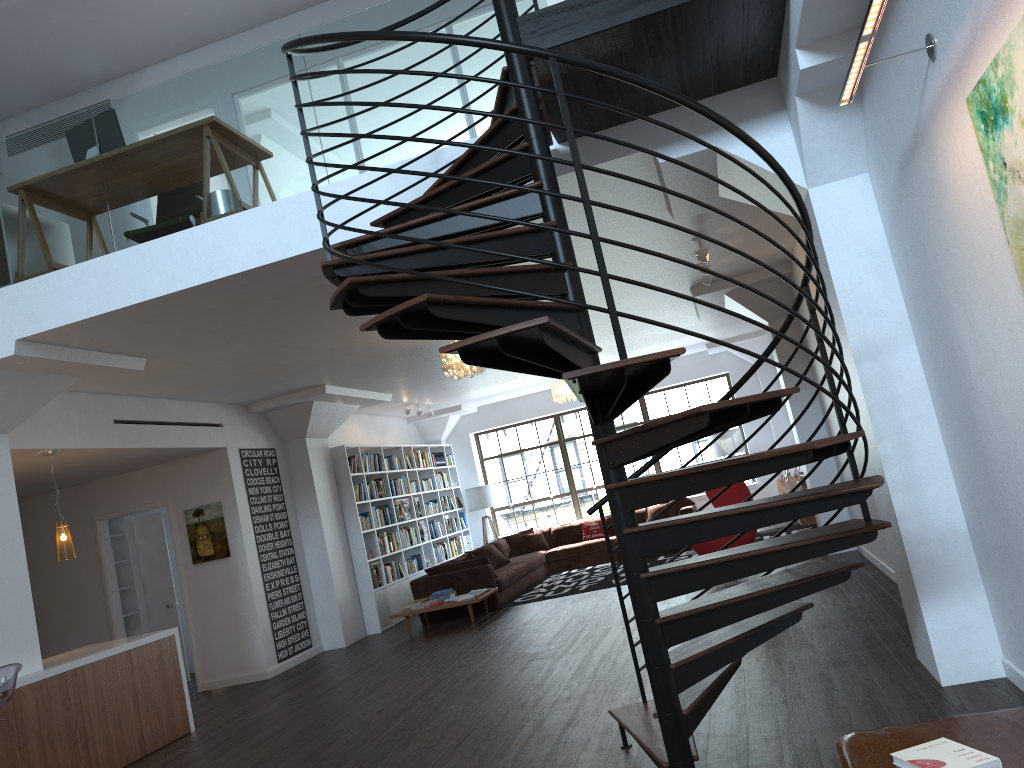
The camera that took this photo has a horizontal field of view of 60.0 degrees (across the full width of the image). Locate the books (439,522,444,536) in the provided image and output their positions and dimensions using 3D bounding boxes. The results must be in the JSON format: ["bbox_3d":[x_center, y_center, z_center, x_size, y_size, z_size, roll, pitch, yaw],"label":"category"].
[{"bbox_3d":[-1.216,2.349,14.304,0.159,0.248,0.089,-14,-7,13],"label":"books"}]

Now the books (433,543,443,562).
[{"bbox_3d":[-1.206,2.675,13.982,0.176,0.290,0.053,-14,-7,12],"label":"books"}]

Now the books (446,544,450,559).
[{"bbox_3d":[-1.112,2.717,14.331,0.160,0.250,0.026,-14,-7,12],"label":"books"}]

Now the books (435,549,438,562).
[{"bbox_3d":[-1.242,2.694,13.789,0.161,0.223,0.026,-14,-7,12],"label":"books"}]

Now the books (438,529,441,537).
[{"bbox_3d":[-1.245,2.353,14.175,0.161,0.222,0.084,-14,-7,13],"label":"books"}]

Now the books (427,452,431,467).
[{"bbox_3d":[-1.432,1.263,14.532,0.183,0.253,0.034,-14,-7,13],"label":"books"}]

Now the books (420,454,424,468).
[{"bbox_3d":[-1.526,1.256,14.243,0.174,0.240,0.045,-14,-7,13],"label":"books"}]

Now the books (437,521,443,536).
[{"bbox_3d":[-1.225,2.344,14.262,0.170,0.251,0.118,-14,-7,13],"label":"books"}]

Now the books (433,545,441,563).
[{"bbox_3d":[-1.239,2.672,13.877,0.198,0.284,0.066,-14,-7,12],"label":"books"}]

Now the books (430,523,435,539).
[{"bbox_3d":[-1.313,2.320,13.878,0.174,0.243,0.085,-14,-7,13],"label":"books"}]

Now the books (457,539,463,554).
[{"bbox_3d":[-0.946,2.767,15.029,0.171,0.246,0.057,-14,-7,13],"label":"books"}]

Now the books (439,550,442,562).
[{"bbox_3d":[-1.199,2.703,13.938,0.161,0.223,0.026,-14,-7,12],"label":"books"}]

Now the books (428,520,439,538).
[{"bbox_3d":[-1.284,2.313,14.069,0.197,0.290,0.136,-14,-7,13],"label":"books"}]

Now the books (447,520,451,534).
[{"bbox_3d":[-1.111,2.383,14.674,0.161,0.223,0.030,-14,-7,13],"label":"books"}]

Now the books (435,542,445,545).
[{"bbox_3d":[-1.143,2.693,14.247,0.176,0.290,0.036,-14,-7,12],"label":"books"}]

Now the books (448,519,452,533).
[{"bbox_3d":[-1.099,2.381,14.777,0.171,0.246,0.036,-14,-7,13],"label":"books"}]

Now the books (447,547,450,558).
[{"bbox_3d":[-1.104,2.732,14.355,0.161,0.223,0.027,-14,-7,12],"label":"books"}]

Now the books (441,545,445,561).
[{"bbox_3d":[-1.179,2.697,14.053,0.183,0.253,0.034,-14,-7,12],"label":"books"}]

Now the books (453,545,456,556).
[{"bbox_3d":[-1.041,2.747,14.666,0.174,0.240,0.048,-14,-7,13],"label":"books"}]

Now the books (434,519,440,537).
[{"bbox_3d":[-1.266,2.316,14.128,0.176,0.293,0.125,-14,-7,13],"label":"books"}]

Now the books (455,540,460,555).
[{"bbox_3d":[-0.990,2.754,14.848,0.189,0.247,0.057,-14,-7,13],"label":"books"}]

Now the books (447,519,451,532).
[{"bbox_3d":[-1.119,2.375,14.712,0.183,0.253,0.039,-14,-7,13],"label":"books"}]

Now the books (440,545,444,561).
[{"bbox_3d":[-1.191,2.695,14.022,0.183,0.253,0.034,-14,-7,12],"label":"books"}]

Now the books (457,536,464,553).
[{"bbox_3d":[-0.933,2.752,15.112,0.176,0.290,0.053,-14,-7,13],"label":"books"}]

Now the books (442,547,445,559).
[{"bbox_3d":[-1.170,2.704,14.097,0.171,0.246,0.057,-14,-7,12],"label":"books"}]

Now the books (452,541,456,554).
[{"bbox_3d":[-1.026,2.743,14.701,0.160,0.250,0.027,-14,-7,13],"label":"books"}]

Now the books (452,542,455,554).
[{"bbox_3d":[-1.046,2.737,14.625,0.183,0.253,0.036,-14,-7,13],"label":"books"}]

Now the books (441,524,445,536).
[{"bbox_3d":[-1.191,2.366,14.364,0.161,0.218,0.101,-14,-7,13],"label":"books"}]

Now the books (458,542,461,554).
[{"bbox_3d":[-0.951,2.777,14.936,0.144,0.207,0.048,-14,-7,13],"label":"books"}]

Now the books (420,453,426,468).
[{"bbox_3d":[-1.494,1.251,14.288,0.171,0.246,0.057,-14,-7,13],"label":"books"}]

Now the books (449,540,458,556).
[{"bbox_3d":[-1.016,2.742,14.731,0.183,0.253,0.037,-14,-7,13],"label":"books"}]

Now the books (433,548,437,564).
[{"bbox_3d":[-1.273,2.677,13.721,0.183,0.253,0.034,-14,-7,12],"label":"books"}]

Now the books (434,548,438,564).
[{"bbox_3d":[-1.262,2.686,13.758,0.174,0.240,0.045,-14,-7,12],"label":"books"}]

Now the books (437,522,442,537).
[{"bbox_3d":[-1.234,2.343,14.209,0.174,0.242,0.105,-14,-7,13],"label":"books"}]

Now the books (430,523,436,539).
[{"bbox_3d":[-1.311,2.319,13.919,0.182,0.255,0.077,-14,-7,13],"label":"books"}]

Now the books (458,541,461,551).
[{"bbox_3d":[-0.959,2.768,14.984,0.159,0.241,0.038,-14,-7,13],"label":"books"}]

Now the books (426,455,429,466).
[{"bbox_3d":[-1.461,1.258,14.433,0.183,0.253,0.034,-14,-7,13],"label":"books"}]

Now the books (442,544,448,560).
[{"bbox_3d":[-1.138,2.707,14.209,0.183,0.253,0.034,-14,-7,12],"label":"books"}]

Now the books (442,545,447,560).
[{"bbox_3d":[-1.157,2.713,14.173,0.174,0.240,0.045,-14,-7,12],"label":"books"}]

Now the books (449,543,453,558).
[{"bbox_3d":[-1.081,2.729,14.470,0.171,0.246,0.061,-14,-7,13],"label":"books"}]

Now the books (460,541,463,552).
[{"bbox_3d":[-0.933,2.781,15.068,0.161,0.223,0.027,-14,-7,13],"label":"books"}]

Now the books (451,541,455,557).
[{"bbox_3d":[-1.051,2.733,14.590,0.183,0.253,0.037,-14,-7,13],"label":"books"}]

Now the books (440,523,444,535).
[{"bbox_3d":[-1.198,2.362,14.331,0.161,0.222,0.084,-14,-7,13],"label":"books"}]

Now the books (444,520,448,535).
[{"bbox_3d":[-1.161,2.364,14.543,0.160,0.251,0.029,-14,-7,13],"label":"books"}]

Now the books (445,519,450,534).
[{"bbox_3d":[-1.135,2.364,14.608,0.174,0.251,0.051,-14,-7,13],"label":"books"}]

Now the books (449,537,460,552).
[{"bbox_3d":[-0.966,2.729,14.896,0.140,0.298,0.044,-14,-7,13],"label":"books"}]

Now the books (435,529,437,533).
[{"bbox_3d":[-1.277,2.342,14.025,0.161,0.222,0.083,-14,-7,13],"label":"books"}]

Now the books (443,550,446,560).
[{"bbox_3d":[-1.156,2.717,14.136,0.161,0.223,0.027,-14,-7,12],"label":"books"}]

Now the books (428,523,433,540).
[{"bbox_3d":[-1.341,2.308,13.780,0.182,0.255,0.077,-14,-7,13],"label":"books"}]

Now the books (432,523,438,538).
[{"bbox_3d":[-1.289,2.321,13.962,0.182,0.253,0.098,-14,-7,13],"label":"books"}]

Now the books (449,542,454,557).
[{"bbox_3d":[-1.063,2.732,14.556,0.183,0.253,0.036,-14,-7,13],"label":"books"}]

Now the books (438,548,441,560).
[{"bbox_3d":[-1.211,2.688,13.916,0.160,0.250,0.026,-14,-7,12],"label":"books"}]

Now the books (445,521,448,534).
[{"bbox_3d":[-1.143,2.377,14.567,0.161,0.223,0.030,-14,-7,13],"label":"books"}]

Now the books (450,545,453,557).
[{"bbox_3d":[-1.073,2.741,14.519,0.168,0.231,0.040,-14,-7,13],"label":"books"}]

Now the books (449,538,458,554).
[{"bbox_3d":[-1.021,2.736,14.793,0.198,0.284,0.066,-14,-7,13],"label":"books"}]

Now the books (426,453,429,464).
[{"bbox_3d":[-1.457,1.269,14.471,0.174,0.240,0.045,-14,-7,13],"label":"books"}]
